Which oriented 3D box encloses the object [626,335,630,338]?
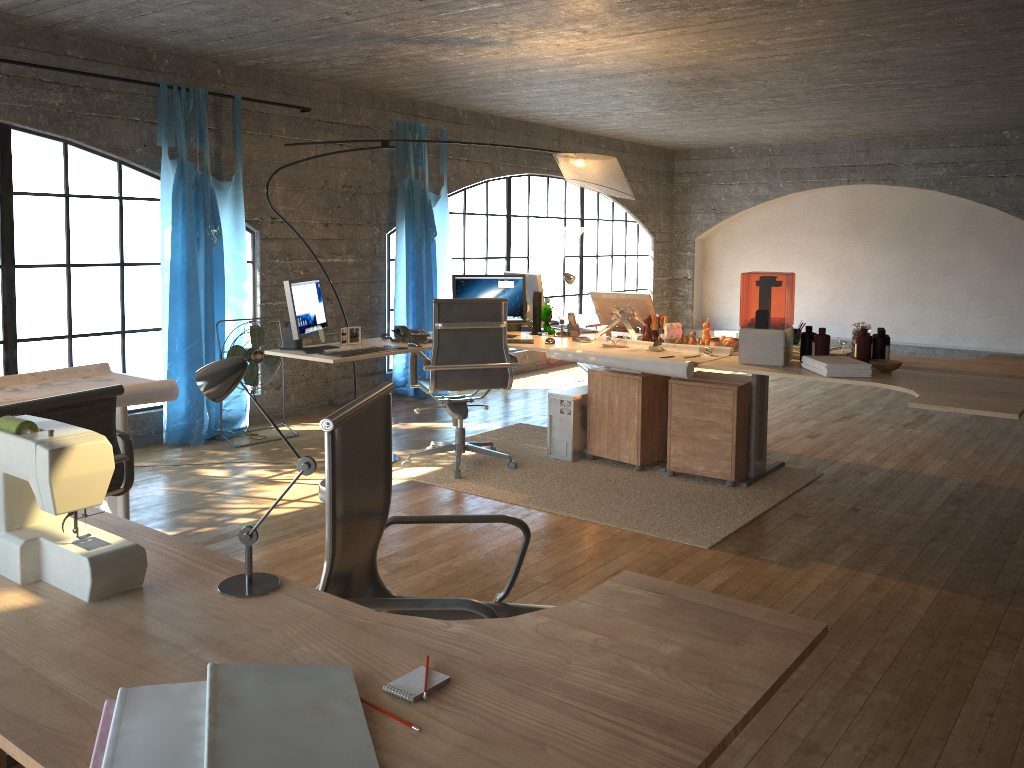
[{"bbox_3d":[0.735,-0.299,5.593,0.012,0.009,0.127,1,9,-1],"label":"object"}]

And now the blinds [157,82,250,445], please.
[{"bbox_3d":[-2.005,-0.773,5.786,0.258,2.280,0.670,3,5,32],"label":"blinds"}]

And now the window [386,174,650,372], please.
[{"bbox_3d":[-1.737,-0.751,5.868,3.920,1.835,12.353,3,10,15],"label":"window"}]

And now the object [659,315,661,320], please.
[{"bbox_3d":[0.941,-0.352,5.432,0.105,0.142,0.105,2,6,10],"label":"object"}]

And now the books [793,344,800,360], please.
[{"bbox_3d":[1.507,-0.176,4.723,0.230,0.069,0.179,9,12,44],"label":"books"}]

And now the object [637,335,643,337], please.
[{"bbox_3d":[0.812,-0.303,5.631,0.008,0.007,0.148,5,10,29],"label":"object"}]

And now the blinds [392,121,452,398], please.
[{"bbox_3d":[-0.698,-0.981,7.505,0.861,2.401,0.262,-4,6,-45],"label":"blinds"}]

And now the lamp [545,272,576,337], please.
[{"bbox_3d":[0.309,-0.509,5.620,0.105,0.406,0.208,-3,6,-42],"label":"lamp"}]

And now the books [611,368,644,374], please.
[{"bbox_3d":[0.771,-0.144,5.364,0.221,0.109,0.311,7,11,38],"label":"books"}]

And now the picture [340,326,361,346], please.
[{"bbox_3d":[-0.931,-0.276,5.047,0.032,0.104,0.159,4,8,37],"label":"picture"}]

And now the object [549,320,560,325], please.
[{"bbox_3d":[0.296,-0.444,6.372,0.101,0.034,0.059,-2,9,-18],"label":"object"}]

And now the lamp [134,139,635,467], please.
[{"bbox_3d":[-2.347,-0.479,5.091,6.236,1.921,0.388,0,4,-7],"label":"lamp"}]

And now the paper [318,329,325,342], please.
[{"bbox_3d":[-1.053,-0.268,4.896,0.018,0.073,0.078,1,7,7],"label":"paper"}]

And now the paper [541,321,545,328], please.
[{"bbox_3d":[0.200,-0.406,5.836,0.019,0.074,0.079,-2,7,-28],"label":"paper"}]

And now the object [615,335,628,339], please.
[{"bbox_3d":[0.666,-0.294,5.516,0.097,0.024,0.108,-7,12,-39],"label":"object"}]

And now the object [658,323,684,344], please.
[{"bbox_3d":[0.936,-0.292,5.187,0.154,0.134,0.100,-2,6,-18],"label":"object"}]

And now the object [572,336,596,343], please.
[{"bbox_3d":[0.446,-0.268,5.344,0.109,0.022,0.139,-5,11,-33],"label":"object"}]

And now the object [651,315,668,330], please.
[{"bbox_3d":[0.884,-0.332,5.282,0.101,0.175,0.105,3,6,23],"label":"object"}]

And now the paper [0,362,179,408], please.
[{"bbox_3d":[-1.861,0.040,3.475,0.584,0.113,0.857,7,11,36],"label":"paper"}]

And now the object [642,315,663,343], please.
[{"bbox_3d":[0.822,-0.322,5.233,0.094,0.176,0.227,-2,8,-25],"label":"object"}]

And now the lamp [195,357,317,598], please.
[{"bbox_3d":[-0.448,0.157,1.540,0.207,0.406,0.106,3,5,23],"label":"lamp"}]

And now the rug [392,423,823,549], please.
[{"bbox_3d":[0.460,0.506,5.177,2.210,0.005,1.611,8,12,36],"label":"rug"}]

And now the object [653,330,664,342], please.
[{"bbox_3d":[0.881,-0.285,5.290,0.077,0.081,0.077,-4,8,-34],"label":"object"}]

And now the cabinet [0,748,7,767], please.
[{"bbox_3d":[-1.327,0.769,1.753,0.427,0.568,0.429,5,7,34],"label":"cabinet"}]

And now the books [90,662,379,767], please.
[{"bbox_3d":[-0.331,0.421,1.055,0.318,0.044,0.310,-2,10,-18],"label":"books"}]

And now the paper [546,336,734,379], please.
[{"bbox_3d":[0.695,-0.156,4.839,0.855,0.113,0.585,8,11,36],"label":"paper"}]

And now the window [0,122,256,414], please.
[{"bbox_3d":[-3.232,-0.257,2.827,3.185,1.853,7.021,0,9,-3],"label":"window"}]

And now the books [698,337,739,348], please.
[{"bbox_3d":[1.223,-0.246,5.169,0.290,0.053,0.263,-1,9,-12],"label":"books"}]

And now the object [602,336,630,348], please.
[{"bbox_3d":[0.597,-0.243,5.086,0.159,0.064,0.054,1,6,4],"label":"object"}]

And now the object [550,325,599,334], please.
[{"bbox_3d":[0.410,-0.378,6.046,0.187,0.011,0.494,-4,11,-28],"label":"object"}]

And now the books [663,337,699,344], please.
[{"bbox_3d":[1.026,-0.271,5.433,0.215,0.012,0.332,5,10,23],"label":"books"}]

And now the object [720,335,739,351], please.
[{"bbox_3d":[1.244,-0.233,5.015,0.181,0.081,0.145,-3,9,-23],"label":"object"}]

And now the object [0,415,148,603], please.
[{"bbox_3d":[-0.840,0.203,1.610,0.404,0.282,0.137,6,7,37],"label":"object"}]

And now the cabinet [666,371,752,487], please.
[{"bbox_3d":[1.158,0.249,5.074,0.428,0.568,0.429,5,7,34],"label":"cabinet"}]

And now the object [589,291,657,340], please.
[{"bbox_3d":[0.692,-0.426,5.481,0.396,0.297,0.288,5,8,28],"label":"object"}]

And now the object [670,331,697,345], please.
[{"bbox_3d":[1.015,-0.287,5.206,0.074,0.119,0.217,-3,9,-34],"label":"object"}]

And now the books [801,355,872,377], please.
[{"bbox_3d":[1.535,-0.086,4.189,0.221,0.057,0.313,0,9,-3],"label":"books"}]

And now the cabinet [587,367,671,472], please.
[{"bbox_3d":[0.756,0.191,5.401,0.427,0.568,0.475,6,8,44],"label":"cabinet"}]

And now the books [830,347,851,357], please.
[{"bbox_3d":[1.732,-0.182,4.851,0.319,0.044,0.309,9,12,41],"label":"books"}]

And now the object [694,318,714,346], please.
[{"bbox_3d":[1.094,-0.288,5.005,0.094,0.187,0.085,-2,6,-29],"label":"object"}]
